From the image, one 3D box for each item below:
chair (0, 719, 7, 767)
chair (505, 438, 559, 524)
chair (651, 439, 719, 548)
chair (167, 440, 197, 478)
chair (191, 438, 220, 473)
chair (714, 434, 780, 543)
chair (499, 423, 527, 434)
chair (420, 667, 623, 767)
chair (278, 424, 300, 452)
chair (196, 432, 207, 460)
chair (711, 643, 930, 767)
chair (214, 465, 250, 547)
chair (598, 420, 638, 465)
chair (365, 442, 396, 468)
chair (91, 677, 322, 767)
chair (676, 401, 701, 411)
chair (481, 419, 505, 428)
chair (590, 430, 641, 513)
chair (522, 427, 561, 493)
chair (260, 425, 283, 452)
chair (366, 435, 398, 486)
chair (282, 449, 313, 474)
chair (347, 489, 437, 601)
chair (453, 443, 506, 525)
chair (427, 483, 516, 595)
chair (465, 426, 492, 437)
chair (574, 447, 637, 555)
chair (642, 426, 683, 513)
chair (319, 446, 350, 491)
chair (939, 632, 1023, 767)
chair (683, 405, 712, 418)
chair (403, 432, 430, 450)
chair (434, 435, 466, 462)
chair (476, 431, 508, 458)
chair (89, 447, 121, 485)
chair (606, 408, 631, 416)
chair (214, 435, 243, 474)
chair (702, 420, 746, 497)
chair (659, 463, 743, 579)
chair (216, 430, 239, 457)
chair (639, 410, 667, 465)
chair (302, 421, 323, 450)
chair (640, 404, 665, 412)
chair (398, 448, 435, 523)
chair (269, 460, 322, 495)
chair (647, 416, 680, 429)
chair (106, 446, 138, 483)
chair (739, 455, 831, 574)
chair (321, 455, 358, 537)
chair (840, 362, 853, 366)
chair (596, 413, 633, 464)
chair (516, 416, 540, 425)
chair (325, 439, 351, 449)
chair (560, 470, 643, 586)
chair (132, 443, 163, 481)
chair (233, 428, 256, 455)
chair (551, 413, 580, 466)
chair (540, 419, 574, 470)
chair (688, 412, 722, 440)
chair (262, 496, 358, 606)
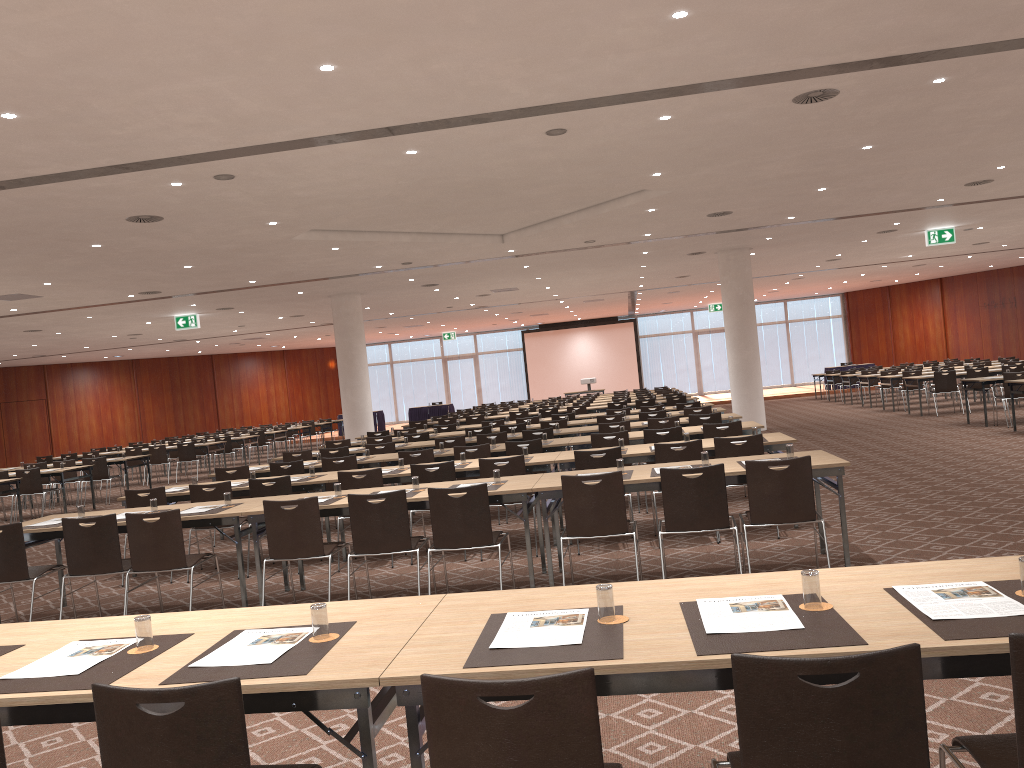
[{"bbox_3d":[-1.538,1.322,2.586,0.536,0.939,0.613,-6,1,7],"label":"chair"},{"bbox_3d":[0.205,1.113,10.464,0.536,0.939,0.613,-6,1,11],"label":"chair"},{"bbox_3d":[1.574,0.987,8.263,0.536,0.939,0.613,-6,1,5],"label":"chair"},{"bbox_3d":[-8.656,1.933,23.173,0.536,0.939,0.613,-6,1,10],"label":"chair"},{"bbox_3d":[-8.078,1.876,23.237,0.536,0.939,0.613,-6,1,6],"label":"chair"},{"bbox_3d":[2.127,0.933,8.231,0.536,0.939,0.613,-6,1,10],"label":"chair"},{"bbox_3d":[0.080,1.107,14.481,0.536,0.939,0.613,-6,1,8],"label":"chair"},{"bbox_3d":[0.060,1.164,2.336,0.536,0.939,0.613,-6,1,10],"label":"chair"},{"bbox_3d":[-7.361,1.778,29.051,0.536,0.939,0.613,-6,1,5],"label":"chair"},{"bbox_3d":[-10.190,2.056,29.513,0.536,0.939,0.613,-6,1,5],"label":"chair"},{"bbox_3d":[0.806,1.091,2.271,0.536,0.939,0.613,-6,1,7],"label":"chair"},{"bbox_3d":[-3.329,1.461,10.905,0.536,0.939,0.613,-6,1,7],"label":"chair"},{"bbox_3d":[1.462,0.980,12.313,0.536,0.939,0.613,-6,1,7],"label":"chair"},{"bbox_3d":[-1.821,1.303,12.797,0.536,0.939,0.613,-6,1,5],"label":"chair"},{"bbox_3d":[-0.853,1.254,2.537,0.536,0.939,0.613,-6,1,10],"label":"chair"},{"bbox_3d":[3.219,0.789,16.076,0.536,0.939,0.613,-6,1,5],"label":"chair"},{"bbox_3d":[-0.284,1.134,16.547,0.536,0.939,0.613,-6,1,10],"label":"chair"},{"bbox_3d":[1.189,1.016,10.375,0.536,0.939,0.613,-6,1,9],"label":"chair"},{"bbox_3d":[0.414,1.083,12.419,0.536,0.939,0.613,-6,1,7],"label":"chair"},{"bbox_3d":[-7.974,1.838,29.215,0.536,0.939,0.613,-6,1,8],"label":"chair"},{"bbox_3d":[-2.135,1.325,14.814,0.536,0.939,0.613,-6,1,6],"label":"chair"},{"bbox_3d":[-3.034,1.423,12.917,0.536,0.939,0.613,-6,1,5],"label":"chair"},{"bbox_3d":[-0.916,1.242,6.581,0.536,0.939,0.613,-6,1,7],"label":"chair"},{"bbox_3d":[-0.404,1.173,10.511,0.536,0.939,0.613,-6,1,8],"label":"chair"},{"bbox_3d":[-0.319,1.183,6.465,0.536,0.939,0.613,-6,1,9],"label":"chair"},{"bbox_3d":[-0.494,1.163,14.636,0.536,0.939,0.613,-6,1,5],"label":"chair"},{"bbox_3d":[0.844,1.059,8.326,0.536,0.939,0.613,-6,1,5],"label":"chair"},{"bbox_3d":[1.773,0.959,10.219,0.536,0.939,0.613,-6,1,8],"label":"chair"},{"bbox_3d":[-2.476,1.368,12.807,0.536,0.939,0.613,-6,1,6],"label":"chair"},{"bbox_3d":[1.444,1.028,2.228,0.536,0.939,0.613,-6,1,6],"label":"chair"},{"bbox_3d":[2.984,0.821,14.125,0.536,0.939,0.613,-6,1,8],"label":"chair"},{"bbox_3d":[-1.495,1.262,14.693,0.536,0.939,0.613,-6,1,10],"label":"chair"},{"bbox_3d":[-0.815,1.204,12.619,0.536,0.939,0.613,-6,1,5],"label":"chair"},{"bbox_3d":[-0.226,1.146,12.582,0.536,0.939,0.613,-6,1,5],"label":"chair"},{"bbox_3d":[-10.880,2.151,23.614,0.536,0.939,0.613,-6,1,6],"label":"chair"},{"bbox_3d":[1.986,0.910,16.242,0.536,0.939,0.613,-6,1,7],"label":"chair"},{"bbox_3d":[-7.395,1.809,23.004,0.536,0.939,0.613,-6,1,5],"label":"chair"},{"bbox_3d":[2.426,0.894,10.166,0.536,0.939,0.613,-6,1,5],"label":"chair"},{"bbox_3d":[1.306,1.023,6.247,0.536,0.939,0.613,-6,1,10],"label":"chair"},{"bbox_3d":[-9.511,1.989,29.482,0.536,0.939,0.613,-6,1,10],"label":"chair"},{"bbox_3d":[2.278,0.891,14.185,0.536,0.939,0.613,-6,1,5],"label":"chair"},{"bbox_3d":[-6.592,1.702,29.089,0.536,0.939,0.613,-6,1,6],"label":"chair"},{"bbox_3d":[2.599,0.850,16.194,0.536,0.939,0.613,-6,1,7],"label":"chair"},{"bbox_3d":[-1.066,1.238,10.635,0.536,0.939,0.613,-6,1,10],"label":"chair"},{"bbox_3d":[-2.648,1.394,10.848,0.536,0.939,0.613,-6,1,9],"label":"chair"},{"bbox_3d":[2.124,0.915,12.266,0.536,0.939,0.613,-6,1,6],"label":"chair"},{"bbox_3d":[-10.337,2.099,23.399,0.536,0.939,0.613,-6,1,11],"label":"chair"},{"bbox_3d":[1.882,0.966,6.205,0.536,0.939,0.613,-6,1,10],"label":"chair"},{"bbox_3d":[-2.019,1.332,10.806,0.536,0.939,0.613,-6,1,5],"label":"chair"},{"bbox_3d":[12.506,-0.336,32.937,0.536,0.939,0.613,-6,1,8],"label":"chair"},{"bbox_3d":[1.639,0.953,14.349,0.536,0.939,0.613,-6,1,9],"label":"chair"},{"bbox_3d":[0.349,1.071,16.497,0.536,0.939,0.613,-6,1,7],"label":"chair"},{"bbox_3d":[-2.836,1.394,14.950,0.536,0.939,0.613,-6,1,8],"label":"chair"},{"bbox_3d":[0.631,1.089,6.415,0.536,0.939,0.613,-6,1,10],"label":"chair"},{"bbox_3d":[-9.661,2.032,23.390,0.536,0.939,0.613,-6,1,6],"label":"chair"},{"bbox_3d":[-8.877,1.927,29.255,0.536,0.939,0.613,-6,1,9],"label":"chair"},{"bbox_3d":[0.992,1.008,16.453,0.536,0.939,0.613,-6,1,5],"label":"chair"},{"bbox_3d":[0.735,1.042,14.428,0.536,0.939,0.613,-6,1,8],"label":"chair"},{"bbox_3d":[2.675,0.861,12.150,0.536,0.939,0.613,-6,1,10],"label":"chair"},{"bbox_3d":[-1.563,1.305,6.710,0.536,0.939,0.613,-6,1,10],"label":"chair"}]
